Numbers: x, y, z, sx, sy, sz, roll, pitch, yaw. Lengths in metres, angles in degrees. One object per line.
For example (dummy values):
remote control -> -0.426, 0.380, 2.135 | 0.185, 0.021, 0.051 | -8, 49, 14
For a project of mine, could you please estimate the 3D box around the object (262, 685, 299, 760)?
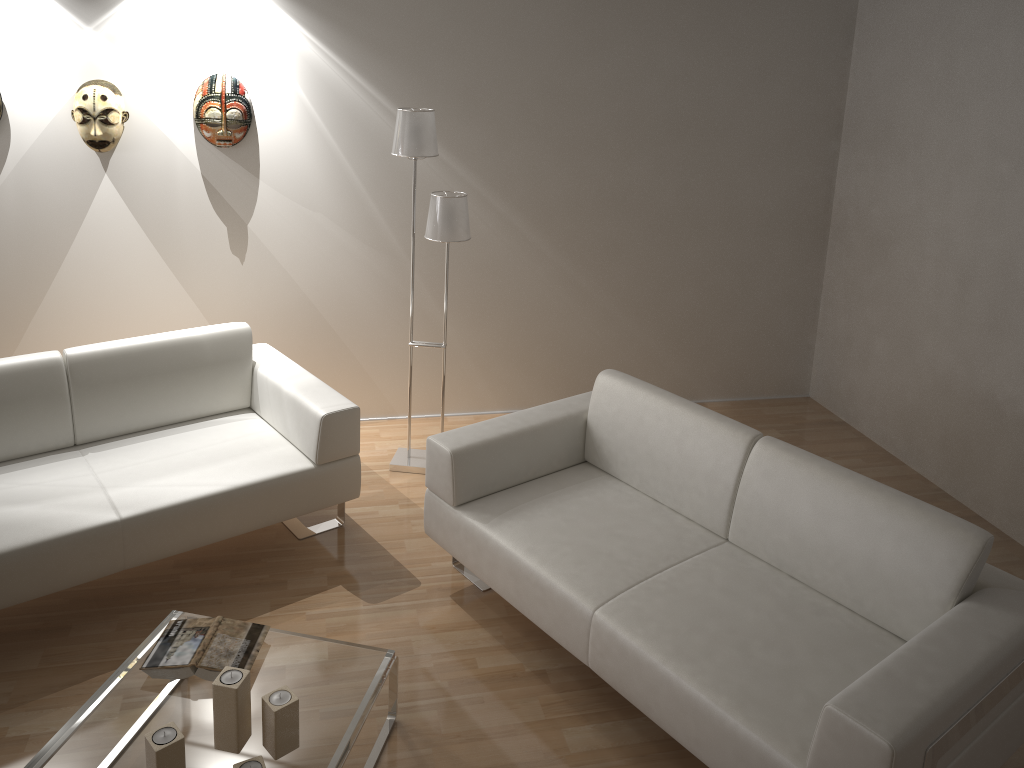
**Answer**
object -> -0.561, 0.814, 2.122 | 0.068, 0.145, 0.069 | -11, 20, -42

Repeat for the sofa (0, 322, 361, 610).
sofa -> -1.555, 0.310, 3.199 | 1.807, 0.711, 0.932 | -13, 24, -37

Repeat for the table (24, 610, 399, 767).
table -> -0.754, 0.965, 2.239 | 0.702, 0.240, 0.827 | 6, 21, 10

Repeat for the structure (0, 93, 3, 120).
structure -> -2.395, -1.212, 3.801 | 0.317, 0.304, 0.072 | -2, 14, -14

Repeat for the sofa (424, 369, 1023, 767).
sofa -> 0.578, 0.569, 2.778 | 0.918, 0.711, 1.836 | -11, 24, -36

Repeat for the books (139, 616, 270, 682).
books -> -0.844, 0.731, 2.428 | 0.292, 0.054, 0.212 | 3, 20, 1

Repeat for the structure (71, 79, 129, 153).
structure -> -1.853, -1.193, 3.915 | 0.243, 0.317, 0.135 | -1, 15, -13

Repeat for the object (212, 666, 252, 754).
object -> -0.679, 0.784, 2.124 | 0.067, 0.189, 0.069 | 5, 14, 11

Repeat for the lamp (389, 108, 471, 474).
lamp -> -0.375, -0.399, 3.957 | 0.365, 1.609, 0.216 | 4, 13, 6

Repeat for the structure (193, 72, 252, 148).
structure -> -1.343, -1.267, 4.060 | 0.265, 0.341, 0.078 | -1, 14, -14

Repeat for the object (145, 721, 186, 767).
object -> -0.788, 0.853, 1.992 | 0.068, 0.145, 0.069 | -11, 20, -42

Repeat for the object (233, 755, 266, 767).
object -> -0.596, 0.900, 1.996 | 0.067, 0.071, 0.069 | -6, 19, -28
